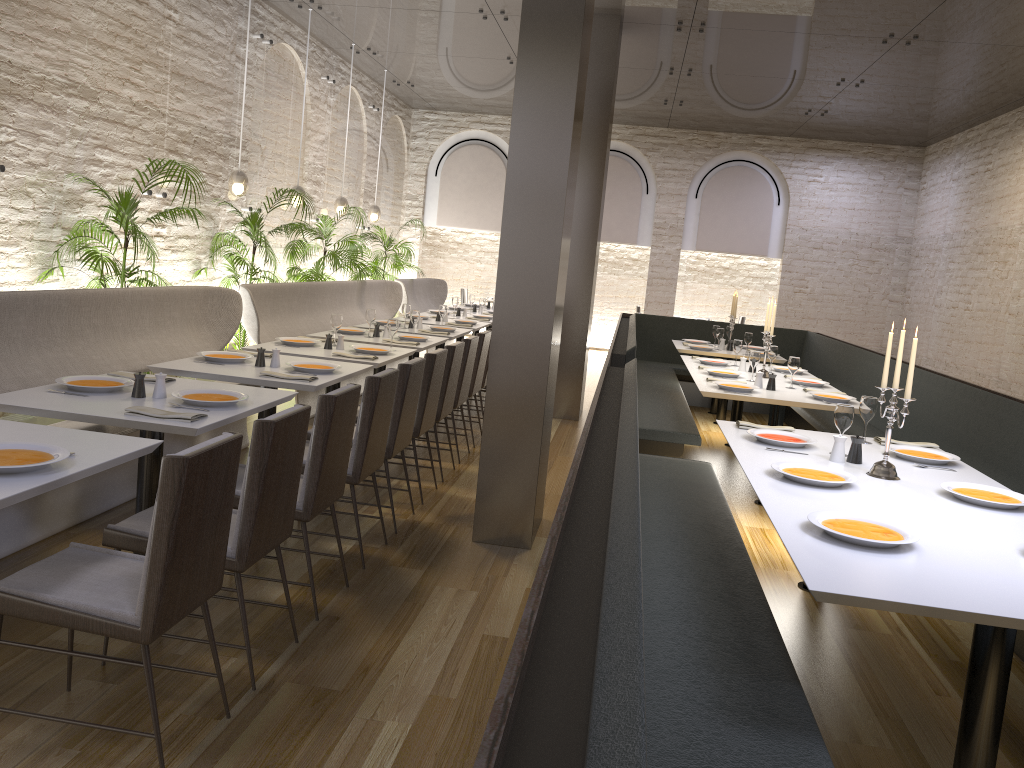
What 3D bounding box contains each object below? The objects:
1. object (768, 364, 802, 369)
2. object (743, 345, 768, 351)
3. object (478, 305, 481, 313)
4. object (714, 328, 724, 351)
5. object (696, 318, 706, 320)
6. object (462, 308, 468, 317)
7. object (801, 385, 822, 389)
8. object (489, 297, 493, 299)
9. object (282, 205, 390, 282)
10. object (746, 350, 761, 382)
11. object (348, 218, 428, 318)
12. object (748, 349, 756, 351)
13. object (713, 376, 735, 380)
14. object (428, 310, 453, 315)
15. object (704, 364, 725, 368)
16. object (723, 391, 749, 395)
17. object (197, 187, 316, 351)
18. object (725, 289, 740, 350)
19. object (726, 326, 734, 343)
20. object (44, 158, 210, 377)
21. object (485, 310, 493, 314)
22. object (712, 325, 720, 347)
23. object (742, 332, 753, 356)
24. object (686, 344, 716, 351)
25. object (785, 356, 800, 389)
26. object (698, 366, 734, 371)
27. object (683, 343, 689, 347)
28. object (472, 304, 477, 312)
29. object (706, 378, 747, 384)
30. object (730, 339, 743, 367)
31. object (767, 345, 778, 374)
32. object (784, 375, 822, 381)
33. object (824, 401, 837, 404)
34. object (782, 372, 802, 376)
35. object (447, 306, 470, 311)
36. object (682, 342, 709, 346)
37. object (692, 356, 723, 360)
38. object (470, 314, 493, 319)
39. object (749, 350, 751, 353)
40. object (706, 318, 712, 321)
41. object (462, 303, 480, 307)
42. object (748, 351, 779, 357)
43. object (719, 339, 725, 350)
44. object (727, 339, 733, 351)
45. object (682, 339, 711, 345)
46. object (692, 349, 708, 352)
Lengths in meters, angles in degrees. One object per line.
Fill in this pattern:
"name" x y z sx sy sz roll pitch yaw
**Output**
"object" 2.458 -0.150 7.987 0.273 0.033 0.143 6 8 7
"object" 2.689 -0.396 9.850 0.321 0.036 0.323 0 10 -34
"object" -0.418 -1.011 11.831 0.059 0.109 0.059 11 8 42
"object" 2.185 -0.472 9.333 0.086 0.230 0.086 11 8 43
"object" 3.339 -1.111 15.401 0.323 0.036 0.321 13 11 42
"object" -0.568 -0.873 10.742 0.059 0.109 0.059 11 8 42
"object" 2.237 0.023 6.610 0.181 0.015 0.038 7 8 9
"object" -0.249 -1.520 15.865 0.323 0.036 0.321 13 11 42
"object" -2.183 -1.125 10.276 1.145 1.967 1.193 0 8 -42
"object" 1.817 -0.133 6.665 0.086 0.230 0.087 6 6 7
"object" -1.832 -1.432 12.705 1.144 1.967 1.194 4 6 -12
"object" 2.672 -0.346 9.537 0.273 0.033 0.143 6 8 7
"object" 1.604 -0.044 6.669 0.185 0.010 0.017 7 7 7
"object" -0.879 -0.872 10.808 0.322 0.036 0.323 -2 11 -45
"object" 1.721 -0.151 7.518 0.185 0.010 0.017 7 7 7
"object" 1.492 0.059 5.856 0.185 0.010 0.017 7 7 7
"object" -2.455 -0.873 8.291 1.149 1.967 1.189 10 8 38
"object" 2.366 -0.694 9.501 0.132 0.654 0.391 7 6 18
"object" 2.437 -0.533 9.946 0.086 0.230 0.086 3 6 -23
"object" -2.743 -0.609 6.206 1.149 1.967 1.189 10 8 38
"object" -0.199 -0.949 11.827 0.322 0.036 0.323 -2 11 -45
"object" 2.247 -0.528 9.782 0.086 0.230 0.086 11 8 43
"object" 2.398 -0.407 9.017 0.086 0.230 0.086 11 8 43
"object" 1.962 -0.374 9.196 0.321 0.036 0.323 3 8 -17
"object" 2.044 -0.081 6.449 0.086 0.230 0.087 0 8 -40
"object" 1.662 -0.119 7.226 0.273 0.033 0.143 6 8 7
"object" 1.973 -0.405 9.478 0.273 0.033 0.143 6 8 7
"object" -0.493 -1.013 11.795 0.059 0.109 0.059 11 8 42
"object" 1.550 -0.016 6.413 0.273 0.033 0.143 6 8 7
"object" 1.966 -0.271 7.750 0.086 0.230 0.087 8 6 19
"object" 2.180 -0.206 7.434 0.086 0.230 0.087 8 6 19
"object" 2.341 -0.042 7.138 0.273 0.033 0.143 6 8 7
"object" 2.125 0.126 5.797 0.181 0.015 0.038 7 8 9
"object" 2.355 -0.085 7.459 0.181 0.015 0.038 7 8 9
"object" -0.729 -1.010 11.897 0.322 0.036 0.323 -2 11 -45
"object" 1.994 -0.424 9.631 0.273 0.033 0.143 6 8 7
"object" 1.780 -0.227 8.074 0.273 0.033 0.143 6 8 7
"object" -0.350 -0.811 10.738 0.322 0.036 0.323 -2 11 -45
"object" 2.651 -0.327 9.384 0.273 0.033 0.143 6 8 7
"object" 2.538 -0.738 11.476 0.087 0.230 0.086 10 7 37
"object" -0.574 -1.153 13.023 0.322 0.036 0.323 -2 11 -45
"object" 2.587 -0.302 9.113 0.321 0.036 0.323 3 8 -17
"object" 2.239 -0.423 9.432 0.069 0.126 0.069 0 8 -41
"object" 2.315 -0.411 9.398 0.069 0.126 0.069 0 8 -41
"object" 2.064 -0.467 9.933 0.322 0.036 0.323 6 8 3
"object" 1.925 -0.339 8.995 0.185 0.010 0.017 7 7 7
